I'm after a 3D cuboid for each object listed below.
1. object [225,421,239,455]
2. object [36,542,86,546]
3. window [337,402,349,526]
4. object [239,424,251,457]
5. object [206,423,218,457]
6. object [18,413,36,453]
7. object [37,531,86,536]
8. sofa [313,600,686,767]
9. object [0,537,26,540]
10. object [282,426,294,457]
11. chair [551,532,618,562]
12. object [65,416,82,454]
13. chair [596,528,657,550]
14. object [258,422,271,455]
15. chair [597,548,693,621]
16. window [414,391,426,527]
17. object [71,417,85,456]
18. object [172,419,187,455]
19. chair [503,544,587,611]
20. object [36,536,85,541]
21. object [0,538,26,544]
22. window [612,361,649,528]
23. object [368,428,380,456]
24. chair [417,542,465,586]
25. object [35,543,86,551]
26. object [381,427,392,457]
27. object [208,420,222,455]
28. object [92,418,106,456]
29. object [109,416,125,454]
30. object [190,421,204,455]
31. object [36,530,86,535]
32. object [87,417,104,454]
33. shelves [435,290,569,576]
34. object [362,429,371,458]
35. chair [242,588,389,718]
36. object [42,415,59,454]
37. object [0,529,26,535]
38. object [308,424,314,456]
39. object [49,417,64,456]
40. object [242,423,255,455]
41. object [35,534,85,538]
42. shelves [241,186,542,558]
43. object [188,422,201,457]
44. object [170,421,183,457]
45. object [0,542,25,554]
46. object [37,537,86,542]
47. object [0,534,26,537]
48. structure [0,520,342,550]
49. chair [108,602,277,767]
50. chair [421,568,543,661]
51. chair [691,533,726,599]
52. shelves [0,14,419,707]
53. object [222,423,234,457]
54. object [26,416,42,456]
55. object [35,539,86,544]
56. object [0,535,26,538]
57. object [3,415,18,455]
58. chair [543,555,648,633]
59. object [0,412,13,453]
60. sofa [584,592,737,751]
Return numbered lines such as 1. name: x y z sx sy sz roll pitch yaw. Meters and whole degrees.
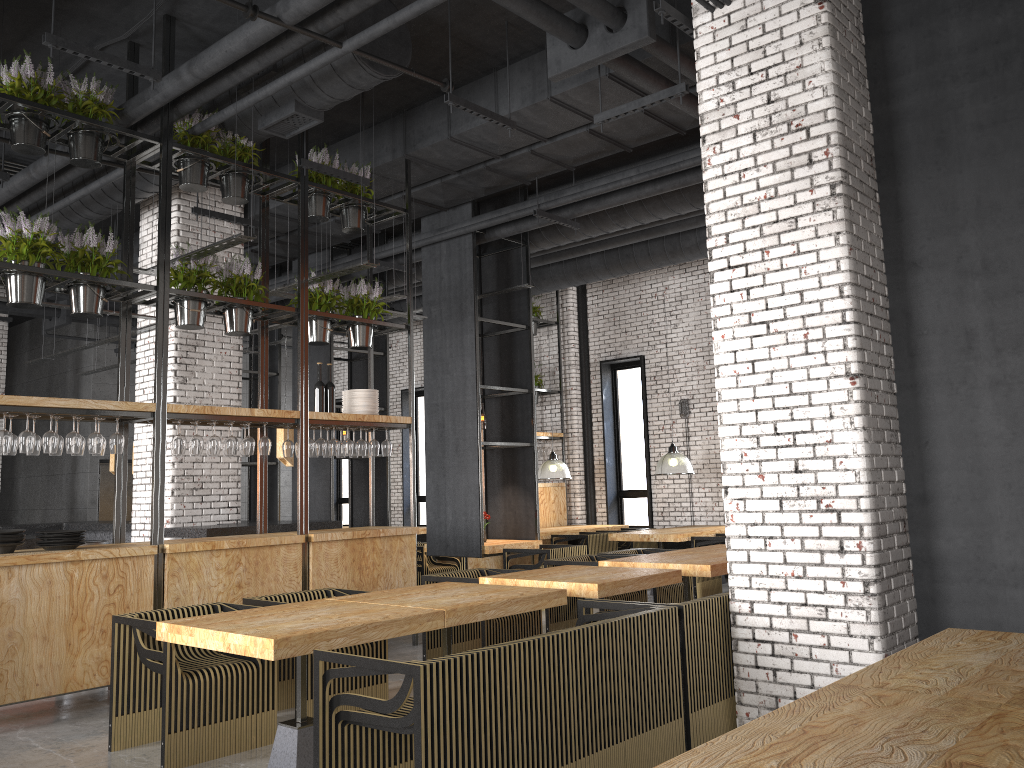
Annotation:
1. object: -2.175 0.416 6.884 0.101 0.268 0.100 4 -9 -35
2. object: -3.035 1.086 5.961 0.305 0.041 0.305 2 -8 -31
3. window: -3.500 1.696 18.702 0.747 2.706 0.364 -9 -10 41
4. object: -2.195 0.465 7.291 0.101 0.268 0.100 4 -9 -35
5. object: -2.390 0.445 7.070 0.101 0.268 0.100 4 -9 -35
6. object: -3.157 0.315 5.772 0.101 0.268 0.100 -2 -8 4
7. object: -3.039 1.022 5.971 0.305 0.049 0.305 1 -7 -24
8. sofa: 0.030 1.480 4.051 0.639 0.732 1.803 -8 -9 41
9. object: -3.284 1.028 5.716 0.257 0.075 0.256 1 -7 -23
10. object: -1.919 0.494 7.603 0.101 0.268 0.100 0 -8 -12
11. chair: 0.984 2.391 11.991 0.637 0.732 0.656 -8 -10 41
12. object: -2.962 0.335 5.992 0.101 0.268 0.100 -2 -8 4
13. chair: 1.656 2.464 12.782 0.637 0.732 0.656 -8 -10 39
14. object: -1.980 0.436 7.105 0.101 0.268 0.100 4 -9 -35
15. chair: 1.268 1.955 8.391 0.637 0.732 0.656 -8 -10 40
16. window: -1.685 1.452 17.131 0.747 2.706 0.364 -9 -10 41
17. object: -3.080 0.374 6.288 0.101 0.268 0.100 -2 -8 4
18. object: -2.460 0.387 6.561 0.101 0.268 0.100 4 -9 -35
19. chair: 0.363 2.114 9.489 0.637 0.732 0.656 -8 -10 39
20. object: -3.036 1.048 5.967 0.306 0.042 0.305 -2 -7 -2
21. object: -3.283 1.036 5.715 0.256 0.076 0.257 -8 -9 41
22. window: 1.905 0.971 14.022 0.747 2.706 0.364 -9 -10 41
23. object: -1.237 0.513 7.946 0.101 0.268 0.100 -2 -8 4
24. chair: -1.015 2.294 10.643 0.637 0.732 0.656 -9 -10 43
25. object: -3.035 1.097 5.960 0.306 0.035 0.305 0 -7 -11
26. object: -1.140 0.523 8.057 0.101 0.268 0.100 -2 -8 4
27. object: -2.272 0.406 6.774 0.101 0.268 0.100 4 -9 -35
28. object: -2.983 0.384 6.399 0.101 0.268 0.100 1 -8 -18
29. object: -2.768 0.355 6.212 0.101 0.268 0.100 1 -8 -18
30. object: -2.369 0.396 6.664 0.101 0.268 0.100 4 -9 -35
31. object: -3.039 1.007 5.974 0.305 0.040 0.305 -5 -7 24
32. object: -2.865 0.345 6.102 0.101 0.268 0.100 -2 -8 4
33. shelves: -0.189 0.450 13.584 0.689 5.033 2.330 -9 -10 41
34. object: -1.355 0.552 8.243 0.101 0.268 0.100 -2 -8 4
35. chair: -1.230 1.697 5.547 0.637 0.732 0.656 -9 -10 43
36. object: -3.059 0.325 5.882 0.101 0.268 0.100 -2 -8 4
37. object: -3.284 0.981 5.723 0.257 0.076 0.256 0 -7 -12
38. object: -1.704 0.465 7.417 0.101 0.268 0.100 0 -8 -12
39. object: -3.177 0.364 6.178 0.101 0.268 0.100 -2 -8 4
40. object: -2.077 0.426 6.994 0.101 0.268 0.100 4 -9 -35
41. object: -3.037 1.033 5.969 0.305 0.037 0.305 -8 -9 42
42. shelves: -2.323 0.026 12.085 6.138 4.379 1.002 -8 -10 41
43. object: -2.487 0.435 6.960 0.101 0.268 0.100 4 -9 -35
44. object: -2.584 0.425 6.850 0.101 0.268 0.100 4 -9 -35
45. object: -3.282 1.059 5.711 0.257 0.068 0.256 -6 -8 33
46. object: -3.037 1.062 5.964 0.305 0.046 0.305 -2 -7 -1
47. object: -3.284 1.006 5.719 0.256 0.072 0.256 -8 -9 40
48. structure: -5.343 1.909 9.458 5.868 1.538 4.305 -8 -9 41
49. chair: -1.763 1.639 4.922 0.637 0.732 0.656 -8 -10 42
50. chair: -0.222 1.802 6.704 0.637 0.732 0.656 -8 -10 40
51. chair: 2.596 2.173 10.582 0.637 0.732 0.656 -8 -10 39
52. shelves: -2.322 -0.259 7.035 0.689 5.033 3.655 -9 -10 41
53. object: -2.292 0.455 7.181 0.101 0.268 0.100 4 -9 -35
54. object: -3.274 0.354 6.068 0.101 0.268 0.100 -2 -8 4
55. object: -3.036 1.071 5.963 0.305 0.044 0.305 -8 -9 41
56. object: -3.283 1.011 5.718 0.257 0.072 0.256 -3 -7 13
57. object: -3.372 0.344 5.958 0.101 0.268 0.100 -2 -8 4
58. chair: 0.742 1.899 7.774 0.637 0.732 0.656 -8 -10 41
59. object: -3.248 0.306 5.669 0.101 0.268 0.100 -2 -8 4
60. sofa: 1.255 1.606 5.438 0.639 0.732 1.803 -8 -9 41
